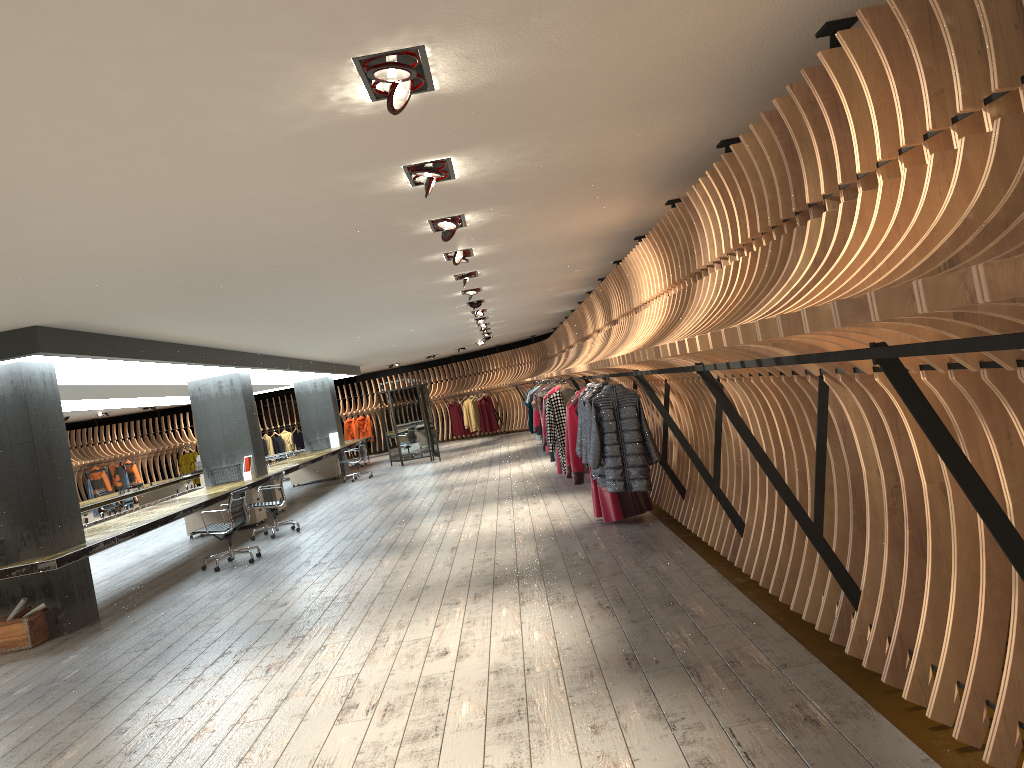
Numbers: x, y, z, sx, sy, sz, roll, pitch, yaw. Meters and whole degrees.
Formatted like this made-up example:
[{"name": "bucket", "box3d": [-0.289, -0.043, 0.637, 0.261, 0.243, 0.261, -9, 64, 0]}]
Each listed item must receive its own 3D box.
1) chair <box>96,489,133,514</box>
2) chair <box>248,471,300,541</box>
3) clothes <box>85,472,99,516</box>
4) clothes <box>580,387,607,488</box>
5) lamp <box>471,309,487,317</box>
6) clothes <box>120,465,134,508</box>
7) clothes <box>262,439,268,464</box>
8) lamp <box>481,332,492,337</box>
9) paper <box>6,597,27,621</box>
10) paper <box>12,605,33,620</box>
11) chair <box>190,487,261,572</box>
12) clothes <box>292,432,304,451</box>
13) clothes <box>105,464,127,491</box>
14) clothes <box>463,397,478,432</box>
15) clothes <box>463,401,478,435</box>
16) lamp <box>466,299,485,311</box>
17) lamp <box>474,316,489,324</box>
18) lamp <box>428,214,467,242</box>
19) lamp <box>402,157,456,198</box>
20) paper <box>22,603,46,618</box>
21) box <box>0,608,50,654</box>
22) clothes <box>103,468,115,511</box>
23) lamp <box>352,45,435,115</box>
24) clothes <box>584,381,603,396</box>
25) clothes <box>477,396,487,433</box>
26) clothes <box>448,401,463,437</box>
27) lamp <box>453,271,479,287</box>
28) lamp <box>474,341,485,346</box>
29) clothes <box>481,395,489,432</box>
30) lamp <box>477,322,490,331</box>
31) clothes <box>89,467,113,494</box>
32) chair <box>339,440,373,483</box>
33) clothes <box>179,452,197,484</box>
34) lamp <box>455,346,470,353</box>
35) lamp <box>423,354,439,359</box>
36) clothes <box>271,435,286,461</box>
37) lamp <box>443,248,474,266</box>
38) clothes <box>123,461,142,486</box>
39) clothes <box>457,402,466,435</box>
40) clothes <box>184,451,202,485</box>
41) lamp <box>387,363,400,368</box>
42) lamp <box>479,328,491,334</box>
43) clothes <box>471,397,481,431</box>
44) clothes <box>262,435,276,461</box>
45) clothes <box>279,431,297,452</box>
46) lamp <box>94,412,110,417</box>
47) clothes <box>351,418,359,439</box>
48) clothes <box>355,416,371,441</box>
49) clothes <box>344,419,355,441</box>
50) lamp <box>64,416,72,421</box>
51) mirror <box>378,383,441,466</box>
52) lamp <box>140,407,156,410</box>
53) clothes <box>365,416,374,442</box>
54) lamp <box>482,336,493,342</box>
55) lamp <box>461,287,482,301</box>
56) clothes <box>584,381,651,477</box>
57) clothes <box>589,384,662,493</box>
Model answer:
[{"name": "chair", "box3d": [-8.834, 2.734, 19.790, 0.668, 0.860, 0.693, -10, -1, -14]}, {"name": "chair", "box3d": [-3.452, 1.733, 12.623, 0.668, 0.860, 0.692, -10, -1, -24]}, {"name": "clothes", "box3d": [-11.872, 3.170, 25.062, 0.200, 1.422, 0.308, -10, -1, -23]}, {"name": "clothes", "box3d": [0.830, 0.426, 7.377, 0.584, 0.854, 0.211, -11, -1, 27]}, {"name": "lamp", "box3d": [-0.556, -1.239, 14.630, 0.269, 0.284, 0.492, -11, 0, -1]}, {"name": "clothes", "box3d": [-11.412, 3.083, 26.156, 0.309, 1.422, 0.200, -10, -1, -29]}, {"name": "clothes", "box3d": [-8.159, 2.466, 29.097, 0.538, 1.353, 0.088, -11, -1, 34]}, {"name": "lamp", "box3d": [-0.610, -1.228, 21.008, 0.269, 0.294, 0.492, -11, 0, -1]}, {"name": "paper", "box3d": [-4.469, 2.135, 7.813, 0.572, 0.460, 0.043, -11, -1, 17]}, {"name": "paper", "box3d": [-4.503, 2.171, 7.848, 0.722, 0.365, 0.047, -11, -1, 19]}, {"name": "chair", "box3d": [-3.427, 1.730, 10.546, 0.668, 0.860, 0.693, -11, -1, -4]}, {"name": "clothes", "box3d": [-7.039, 2.253, 29.459, 0.087, 1.353, 0.540, -11, -1, 24]}, {"name": "clothes", "box3d": [-11.589, 2.761, 25.874, 0.838, 0.881, 0.201, -11, -1, 19]}, {"name": "clothes", "box3d": [-1.145, 0.946, 27.648, 0.777, 1.053, 0.151, -11, -1, 0]}, {"name": "clothes", "box3d": [-1.357, 1.028, 27.862, 0.444, 1.129, 0.126, -10, -1, -38]}, {"name": "lamp", "box3d": [-0.542, -1.237, 13.035, 0.269, 0.291, 0.492, -11, 0, -1]}, {"name": "lamp", "box3d": [-0.569, -1.232, 16.225, 0.269, 0.296, 0.492, -11, 0, -1]}, {"name": "lamp", "box3d": [-0.486, -1.238, 6.657, 0.269, 0.302, 0.492, -11, 0, -1]}, {"name": "lamp", "box3d": [-0.473, -1.241, 5.062, 0.269, 0.298, 0.492, -11, 0, -1]}, {"name": "paper", "box3d": [-4.462, 2.162, 7.872, 0.625, 0.290, 0.041, -11, -1, -19]}, {"name": "box", "box3d": [-4.529, 2.234, 7.898, 0.664, 0.282, 0.341, -11, 0, -1]}, {"name": "clothes", "box3d": [-11.658, 3.130, 25.616, 0.200, 1.422, 0.308, -10, -1, -8]}, {"name": "lamp", "box3d": [-0.459, -1.244, 3.468, 0.269, 0.295, 0.492, -11, 0, -1]}, {"name": "clothes", "box3d": [0.832, 0.400, 7.553, 0.511, 0.854, 0.228, -11, -1, 20]}, {"name": "clothes", "box3d": [-0.835, 0.931, 27.347, 0.444, 1.129, 0.126, -10, -1, -28]}, {"name": "clothes", "box3d": [-1.787, 1.108, 28.256, 0.444, 1.129, 0.126, -11, -1, -4]}, {"name": "lamp", "box3d": [-0.514, -1.238, 9.846, 0.269, 0.295, 0.492, -11, 0, -1]}, {"name": "lamp", "box3d": [-0.847, -1.189, 24.179, 0.269, 0.287, 0.492, -10, 0, -20]}, {"name": "clothes", "box3d": [-0.722, 0.910, 27.223, 0.444, 1.129, 0.126, -11, -1, -4]}, {"name": "lamp", "box3d": [-0.582, -1.228, 17.819, 0.269, 0.301, 0.492, -11, 0, -1]}, {"name": "clothes", "box3d": [-11.860, 2.809, 25.380, 0.839, 0.881, 0.201, -11, -1, 14]}, {"name": "chair", "box3d": [-3.562, 1.749, 20.044, 0.668, 0.860, 0.693, -11, -1, -4]}, {"name": "clothes", "box3d": [-10.169, 2.673, 27.796, 0.664, 1.045, 0.168, -11, -1, 30]}, {"name": "lamp", "box3d": [-1.469, -1.072, 25.633, 0.270, 0.292, 0.492, -10, 0, -33]}, {"name": "lamp", "box3d": [-2.445, -0.889, 26.866, 0.492, 0.294, 0.270, -11, 0, 45]}, {"name": "clothes", "box3d": [-7.680, 2.376, 29.273, 0.538, 1.353, 0.087, -11, -1, 24]}, {"name": "lamp", "box3d": [-0.500, -1.240, 8.252, 0.269, 0.294, 0.492, -11, 0, -1]}, {"name": "clothes", "box3d": [-11.361, 2.715, 26.402, 0.838, 0.881, 0.201, -11, -1, 29]}, {"name": "clothes", "box3d": [-1.608, 1.074, 28.089, 0.127, 1.129, 0.443, -10, -1, -8]}, {"name": "clothes", "box3d": [-10.041, 2.649, 27.924, 0.664, 1.045, 0.168, -11, -1, 30]}, {"name": "lamp", "box3d": [-3.707, -0.655, 27.796, 0.492, 0.292, 0.269, -11, 0, 32]}, {"name": "lamp", "box3d": [-0.597, -1.234, 19.414, 0.269, 0.286, 0.492, -11, 0, -1]}, {"name": "clothes", "box3d": [-0.991, 0.918, 27.494, 0.151, 1.053, 0.778, -11, -1, 40]}, {"name": "clothes", "box3d": [-8.027, 2.109, 29.195, 0.703, 0.890, 0.250, -11, -1, 40]}, {"name": "clothes", "box3d": [-7.461, 2.001, 29.364, 0.704, 0.890, 0.250, -11, -1, 20]}, {"name": "lamp", "box3d": [-11.313, 0.770, 24.520, 0.269, 0.296, 0.493, -11, 0, 19]}, {"name": "clothes", "box3d": [-5.185, 1.561, 29.609, 0.201, 0.881, 0.839, -11, 0, 5]}, {"name": "clothes", "box3d": [-4.983, 1.523, 29.542, 0.200, 0.881, 0.840, -11, -1, 30]}, {"name": "clothes", "box3d": [-5.414, 1.604, 29.572, 0.200, 0.881, 0.840, -11, -1, 15]}, {"name": "lamp", "box3d": [-11.614, 0.825, 22.964, 0.269, 0.292, 0.493, -11, 0, 6]}, {"name": "mirror", "box3d": [-2.514, 1.025, 21.824, 2.108, 1.892, 0.444, -11, -1, 40]}, {"name": "lamp", "box3d": [-10.618, 0.638, 25.942, 0.269, 0.293, 0.493, -11, 0, 32]}, {"name": "clothes", "box3d": [-4.746, 1.479, 29.494, 0.201, 0.881, 0.838, -10, -1, -20]}, {"name": "lamp", "box3d": [-0.627, -1.228, 22.603, 0.269, 0.291, 0.492, -11, 0, -5]}, {"name": "lamp", "box3d": [-0.528, -1.237, 11.441, 0.269, 0.294, 0.492, -11, 0, -1]}, {"name": "clothes", "box3d": [0.843, 0.401, 7.251, 0.530, 0.856, 0.234, -11, -1, -2]}, {"name": "clothes", "box3d": [0.830, 0.427, 6.920, 0.681, 0.854, 0.182, -11, -1, 42]}]
